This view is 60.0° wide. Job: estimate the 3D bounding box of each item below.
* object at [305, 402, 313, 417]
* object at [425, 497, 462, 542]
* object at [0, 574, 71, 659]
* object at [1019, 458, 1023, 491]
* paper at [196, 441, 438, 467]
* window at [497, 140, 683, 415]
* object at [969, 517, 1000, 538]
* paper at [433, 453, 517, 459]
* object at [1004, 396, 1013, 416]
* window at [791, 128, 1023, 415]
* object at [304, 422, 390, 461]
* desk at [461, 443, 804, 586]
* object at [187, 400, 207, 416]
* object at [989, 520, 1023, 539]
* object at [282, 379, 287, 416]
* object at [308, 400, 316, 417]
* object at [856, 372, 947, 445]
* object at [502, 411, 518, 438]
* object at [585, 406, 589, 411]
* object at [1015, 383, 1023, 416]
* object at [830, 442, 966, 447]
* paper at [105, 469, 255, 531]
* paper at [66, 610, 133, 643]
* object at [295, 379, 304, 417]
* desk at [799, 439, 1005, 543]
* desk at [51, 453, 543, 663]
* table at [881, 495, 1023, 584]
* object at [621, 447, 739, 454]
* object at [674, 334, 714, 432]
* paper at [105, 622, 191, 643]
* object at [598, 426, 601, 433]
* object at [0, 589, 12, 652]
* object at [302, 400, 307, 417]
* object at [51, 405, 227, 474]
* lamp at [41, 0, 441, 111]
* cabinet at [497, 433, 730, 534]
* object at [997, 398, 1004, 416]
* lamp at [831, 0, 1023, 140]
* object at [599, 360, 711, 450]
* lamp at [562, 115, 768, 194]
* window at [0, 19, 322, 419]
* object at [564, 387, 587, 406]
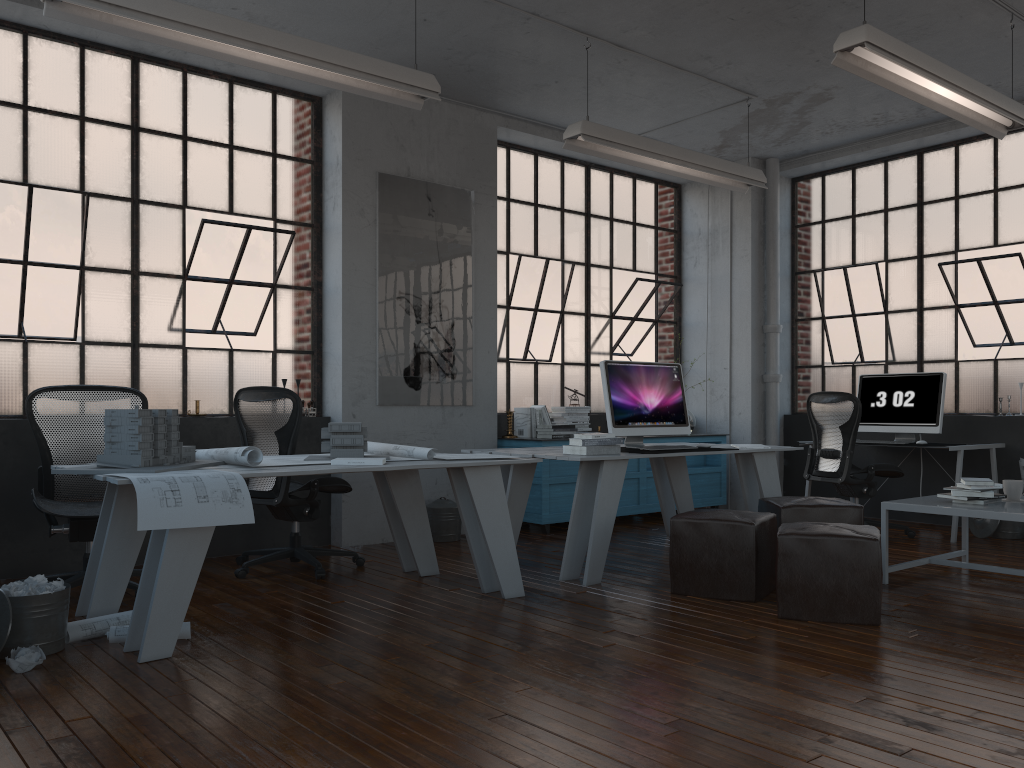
[{"bbox_3d":[-1.423,0.179,6.216,0.058,0.102,0.032,0,0,-4],"label":"object"},{"bbox_3d":[-0.500,0.976,6.440,0.292,0.308,0.293,0,-1,-11],"label":"object"},{"bbox_3d":[-1.896,0.900,3.482,0.290,0.294,0.290,0,-1,2],"label":"object"},{"bbox_3d":[3.954,0.824,6.562,0.293,0.627,0.274,0,0,3],"label":"object"},{"bbox_3d":[-1.010,0.343,4.498,1.075,0.105,0.975,1,-2,-39],"label":"paper"},{"bbox_3d":[0.681,-0.851,7.998,2.591,2.390,0.669,1,-1,-39],"label":"window"},{"bbox_3d":[3.476,0.997,6.539,0.107,0.281,0.293,0,-1,-14],"label":"object"},{"bbox_3d":[-0.235,0.379,4.652,0.428,0.001,0.485,1,-2,-28],"label":"paper"},{"bbox_3d":[3.903,0.171,6.959,0.066,0.160,0.066,0,0,-8],"label":"object"},{"bbox_3d":[3.494,-0.863,7.583,0.669,2.390,2.591,0,-1,-39],"label":"window"},{"bbox_3d":[-0.841,0.290,4.549,0.416,0.183,0.389,0,-1,-9],"label":"object"},{"bbox_3d":[0.826,0.767,5.748,2.077,0.704,1.075,1,-2,-39],"label":"desk"},{"bbox_3d":[-2.017,0.154,5.685,0.124,0.100,0.124,0,-1,-17],"label":"object"},{"bbox_3d":[3.668,0.987,6.588,0.290,0.294,0.290,0,-1,9],"label":"object"},{"bbox_3d":[-1.559,0.096,6.072,0.085,0.259,0.085,0,0,14],"label":"object"},{"bbox_3d":[-1.387,0.169,6.150,0.058,0.117,0.032,0,0,-25],"label":"object"},{"bbox_3d":[3.008,0.189,6.990,0.377,0.553,0.714,0,-1,-37],"label":"object"},{"bbox_3d":[-0.017,0.315,7.092,0.132,0.237,0.132,0,0,17],"label":"object"},{"bbox_3d":[0.648,0.318,7.631,0.084,0.256,0.084,0,0,28],"label":"object"},{"bbox_3d":[3.956,0.118,6.889,0.084,0.256,0.084,0,0,-16],"label":"object"},{"bbox_3d":[3.005,0.472,6.989,0.687,0.008,0.848,1,-2,-38],"label":"object"},{"bbox_3d":[-1.280,0.440,3.408,0.440,0.183,0.434,1,-2,-40],"label":"paper"},{"bbox_3d":[-1.697,1.024,3.759,0.113,0.094,0.466,-1,-2,36],"label":"paper"},{"bbox_3d":[-1.476,0.097,6.118,0.085,0.259,0.085,0,0,14],"label":"object"},{"bbox_3d":[3.064,0.809,7.035,0.933,0.688,1.227,1,-1,-39],"label":"desk"},{"bbox_3d":[-0.975,0.723,4.285,2.056,0.697,1.064,1,-2,-39],"label":"desk"},{"bbox_3d":[2.698,0.862,4.756,0.991,0.445,0.972,1,-2,-39],"label":"table"},{"bbox_3d":[0.906,0.414,5.604,0.848,0.008,0.687,1,-2,-38],"label":"object"},{"bbox_3d":[1.669,-0.006,8.144,0.434,0.940,0.232,0,0,33],"label":"object"},{"bbox_3d":[-1.505,1.030,3.671,0.341,0.068,0.083,0,-1,-14],"label":"paper"},{"bbox_3d":[0.738,0.400,7.490,0.088,0.085,0.088,1,-1,-35],"label":"object"},{"bbox_3d":[-1.976,0.907,3.301,0.293,0.281,0.107,0,0,24],"label":"object"},{"bbox_3d":[-1.455,0.170,6.168,0.058,0.117,0.032,0,0,12],"label":"object"},{"bbox_3d":[-1.579,0.215,3.869,0.434,0.305,0.736,0,-1,6],"label":"object"},{"bbox_3d":[-1.153,-1.817,4.158,1.877,0.628,0.202,1,-1,-39],"label":"lamp"},{"bbox_3d":[0.905,0.810,7.590,2.263,0.733,0.627,1,-1,-39],"label":"cabinet"},{"bbox_3d":[3.843,0.175,6.972,0.055,0.153,0.055,0,0,10],"label":"object"},{"bbox_3d":[2.262,-1.785,4.624,1.877,0.628,0.202,1,-1,-39],"label":"lamp"},{"bbox_3d":[0.905,0.131,5.607,0.714,0.553,0.377,1,-1,-37],"label":"object"},{"bbox_3d":[1.091,-1.543,5.979,1.877,0.205,0.202,1,-1,-39],"label":"lamp"},{"bbox_3d":[-2.352,-0.920,5.535,2.591,2.390,0.669,1,-1,-39],"label":"window"},{"bbox_3d":[0.531,0.100,7.418,0.177,0.161,0.092,0,0,19],"label":"object"}]
